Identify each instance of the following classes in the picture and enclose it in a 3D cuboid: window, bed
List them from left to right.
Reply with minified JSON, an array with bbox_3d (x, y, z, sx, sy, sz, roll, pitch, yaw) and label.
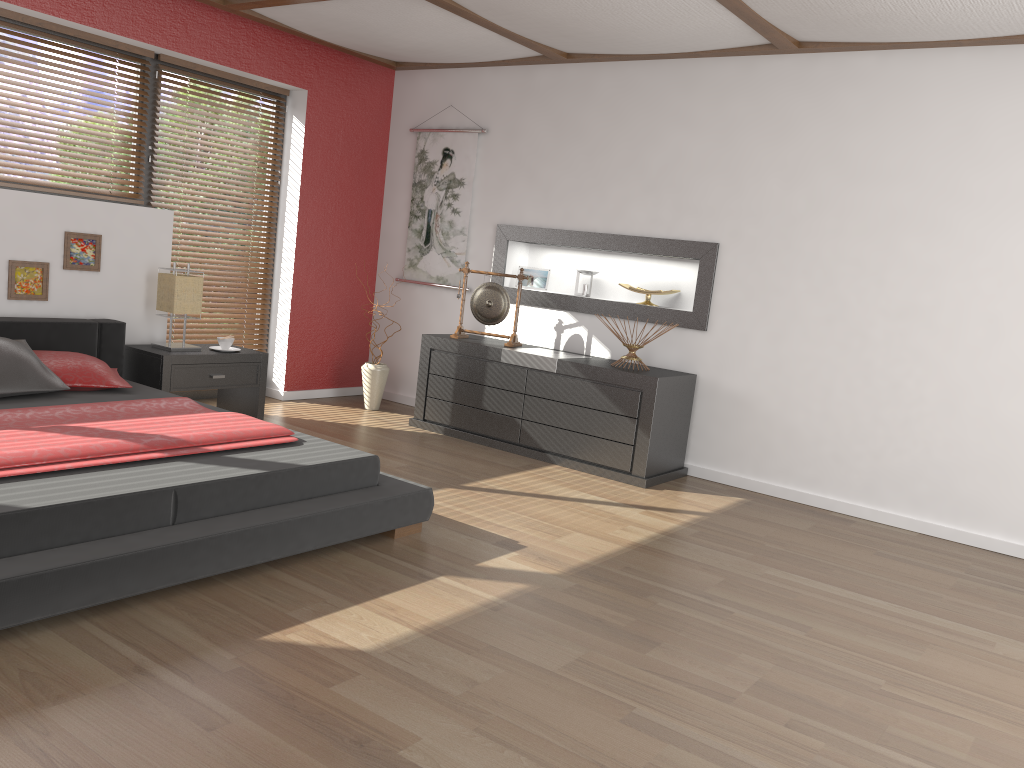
[{"bbox_3d":[-3.039,-1.443,4.121,0.020,0.786,2.817,12,9,35],"label":"window"},{"bbox_3d":[-1.986,0.173,3.283,2.413,0.577,2.469,12,9,35],"label":"bed"},{"bbox_3d":[-1.962,-0.994,5.773,0.020,1.893,0.889,12,9,35],"label":"window"}]

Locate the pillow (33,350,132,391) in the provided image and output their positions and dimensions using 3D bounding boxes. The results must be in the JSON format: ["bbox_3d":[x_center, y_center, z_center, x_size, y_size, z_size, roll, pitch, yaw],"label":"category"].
[{"bbox_3d":[-2.207,-0.063,4.163,0.745,0.172,0.418,1,10,-35],"label":"pillow"}]

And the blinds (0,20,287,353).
[{"bbox_3d":[-3.052,-0.862,4.157,0.032,1.952,4.840,12,9,35],"label":"blinds"}]

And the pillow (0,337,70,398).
[{"bbox_3d":[-2.322,-0.073,3.752,0.386,0.241,0.744,11,9,30],"label":"pillow"}]

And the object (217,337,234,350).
[{"bbox_3d":[-1.691,-0.236,5.234,0.099,0.069,0.099,2,9,-30],"label":"object"}]

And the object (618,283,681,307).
[{"bbox_3d":[0.850,-0.548,5.526,0.350,0.116,0.181,10,9,25],"label":"object"}]

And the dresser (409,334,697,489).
[{"bbox_3d":[0.214,0.108,5.483,1.740,0.608,0.540,12,9,35],"label":"dresser"}]

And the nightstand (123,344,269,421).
[{"bbox_3d":[-1.846,0.006,5.186,0.413,0.423,0.700,12,9,35],"label":"nightstand"}]

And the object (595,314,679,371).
[{"bbox_3d":[0.698,-0.234,5.101,0.481,0.282,0.481,7,8,1],"label":"object"}]

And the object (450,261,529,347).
[{"bbox_3d":[-0.139,-0.517,5.675,0.490,0.498,0.173,9,8,20],"label":"object"}]

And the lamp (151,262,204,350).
[{"bbox_3d":[-1.895,-0.450,5.050,0.200,0.480,0.200,12,9,35],"label":"lamp"}]

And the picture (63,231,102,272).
[{"bbox_3d":[-2.303,-0.709,4.758,0.010,0.200,0.200,12,9,35],"label":"picture"}]

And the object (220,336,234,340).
[{"bbox_3d":[-1.676,-0.271,5.216,0.007,0.007,0.192,7,8,4],"label":"object"}]

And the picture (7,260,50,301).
[{"bbox_3d":[-2.483,-0.530,4.557,0.010,0.200,0.200,12,9,35],"label":"picture"}]

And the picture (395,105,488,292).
[{"bbox_3d":[-0.505,-1.326,6.284,0.701,1.270,0.028,12,9,35],"label":"picture"}]

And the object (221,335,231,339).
[{"bbox_3d":[-1.689,-0.275,5.235,0.007,0.007,0.192,6,8,0],"label":"object"}]

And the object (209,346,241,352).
[{"bbox_3d":[-1.695,-0.204,5.238,0.179,0.012,0.179,2,9,-30],"label":"object"}]

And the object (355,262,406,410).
[{"bbox_3d":[-0.963,-0.331,6.118,0.364,1.035,0.422,8,8,10],"label":"object"}]

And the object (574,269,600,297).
[{"bbox_3d":[0.487,-0.656,5.803,0.159,0.171,0.159,6,8,-6],"label":"object"}]

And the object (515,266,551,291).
[{"bbox_3d":[0.141,-0.716,6.007,0.226,0.146,0.041,9,8,15],"label":"object"}]
